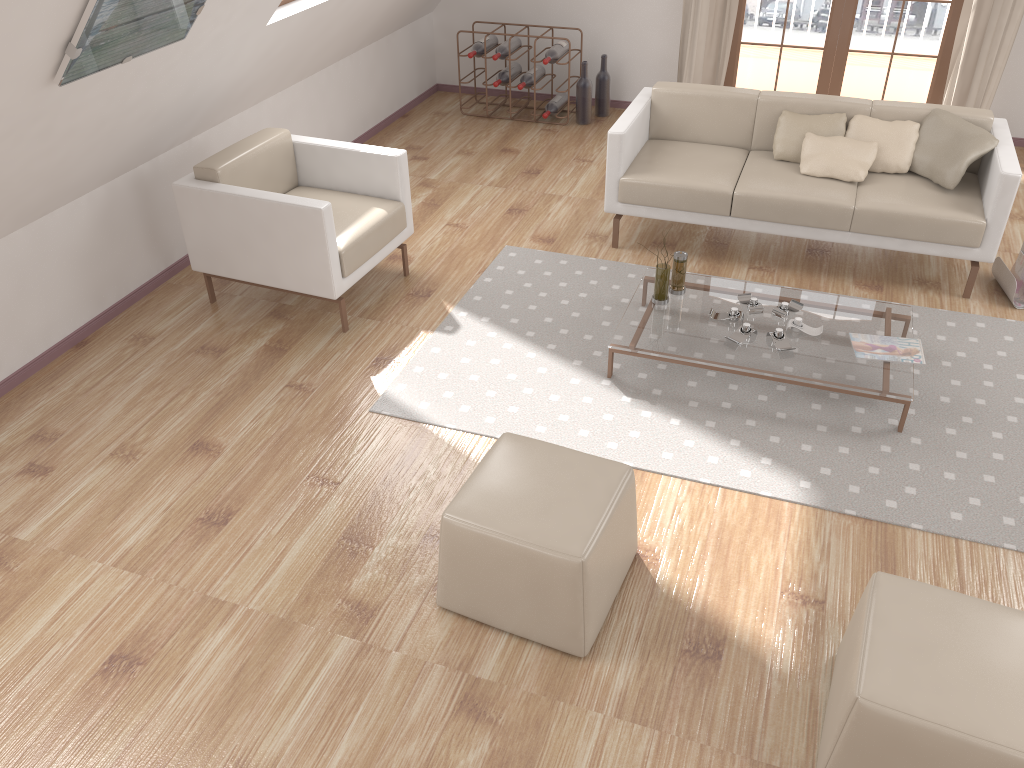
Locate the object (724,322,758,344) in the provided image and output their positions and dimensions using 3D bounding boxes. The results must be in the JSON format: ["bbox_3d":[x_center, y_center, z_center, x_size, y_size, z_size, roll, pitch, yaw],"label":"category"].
[{"bbox_3d":[0.942,-0.213,3.644,0.143,0.052,0.064,-26,42,-31],"label":"object"}]

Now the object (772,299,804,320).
[{"bbox_3d":[1.189,-0.333,3.812,0.143,0.052,0.064,-26,42,-31],"label":"object"}]

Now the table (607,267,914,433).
[{"bbox_3d":[1.066,-0.170,3.793,1.173,0.190,0.730,11,37,17],"label":"table"}]

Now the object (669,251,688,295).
[{"bbox_3d":[0.740,-0.492,3.933,0.075,0.185,0.075,-25,41,-30],"label":"object"}]

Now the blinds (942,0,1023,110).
[{"bbox_3d":[3.006,-2.514,5.330,0.424,2.129,0.123,8,36,13],"label":"blinds"}]

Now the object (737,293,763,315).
[{"bbox_3d":[1.038,-0.363,3.859,0.064,0.052,0.143,-6,35,-8],"label":"object"}]

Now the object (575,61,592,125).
[{"bbox_3d":[0.517,-2.087,6.362,0.115,0.443,0.120,8,36,12],"label":"object"}]

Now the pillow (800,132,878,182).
[{"bbox_3d":[1.630,-1.134,4.458,0.363,0.170,0.227,14,38,21],"label":"pillow"}]

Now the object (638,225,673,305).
[{"bbox_3d":[0.642,-0.514,3.815,0.184,0.359,0.123,-18,38,-23],"label":"object"}]

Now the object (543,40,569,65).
[{"bbox_3d":[0.303,-2.342,6.298,0.109,0.109,0.435,11,37,17],"label":"object"}]

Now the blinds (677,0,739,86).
[{"bbox_3d":[1.330,-2.863,5.881,0.423,2.130,0.120,9,36,15],"label":"blinds"}]

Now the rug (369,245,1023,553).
[{"bbox_3d":[1.008,-0.066,3.805,2.800,0.007,1.600,11,37,17],"label":"rug"}]

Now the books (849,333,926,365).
[{"bbox_3d":[1.512,-0.143,3.570,0.280,0.005,0.192,6,35,10],"label":"books"}]

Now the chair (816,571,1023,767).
[{"bbox_3d":[1.077,0.797,2.212,0.506,0.394,0.506,14,37,20],"label":"chair"}]

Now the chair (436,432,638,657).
[{"bbox_3d":[0.088,0.458,2.728,0.506,0.394,0.506,14,37,21],"label":"chair"}]

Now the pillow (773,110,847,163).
[{"bbox_3d":[1.538,-1.279,4.593,0.351,0.235,0.185,13,37,20],"label":"pillow"}]

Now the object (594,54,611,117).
[{"bbox_3d":[0.668,-2.184,6.498,0.115,0.443,0.120,8,36,12],"label":"object"}]

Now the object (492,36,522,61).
[{"bbox_3d":[-0.049,-2.410,6.406,0.109,0.109,0.435,11,37,17],"label":"object"}]

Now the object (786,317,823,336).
[{"bbox_3d":[1.217,-0.243,3.682,0.143,0.052,0.064,11,37,17],"label":"object"}]

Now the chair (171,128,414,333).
[{"bbox_3d":[-1.001,-0.774,4.266,0.820,0.706,0.748,13,37,19],"label":"chair"}]

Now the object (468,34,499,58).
[{"bbox_3d":[-0.223,-2.444,6.454,0.110,0.110,0.439,11,37,17],"label":"object"}]

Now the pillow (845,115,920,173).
[{"bbox_3d":[1.857,-1.213,4.491,0.351,0.225,0.196,14,38,21],"label":"pillow"}]

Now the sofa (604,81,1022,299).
[{"bbox_3d":[1.497,-1.068,4.624,1.880,0.706,0.820,11,37,17],"label":"sofa"}]

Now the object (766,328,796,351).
[{"bbox_3d":[1.093,-0.182,3.598,0.064,0.051,0.143,-6,35,-8],"label":"object"}]

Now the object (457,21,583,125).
[{"bbox_3d":[0.059,-2.282,6.501,0.854,0.608,0.417,11,37,17],"label":"object"}]

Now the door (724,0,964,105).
[{"bbox_3d":[2.196,-2.673,5.749,1.546,2.001,0.098,11,37,17],"label":"door"}]

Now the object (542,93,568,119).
[{"bbox_3d":[0.308,-2.032,6.510,0.109,0.109,0.435,11,37,17],"label":"object"}]

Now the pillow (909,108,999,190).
[{"bbox_3d":[2.137,-1.159,4.347,0.269,0.276,0.424,-13,36,-16],"label":"pillow"}]

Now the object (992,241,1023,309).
[{"bbox_3d":[2.475,-0.549,4.233,0.212,0.267,0.315,3,35,6],"label":"object"}]

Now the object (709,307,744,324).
[{"bbox_3d":[0.915,-0.302,3.775,0.143,0.052,0.064,11,37,17],"label":"object"}]

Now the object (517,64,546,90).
[{"bbox_3d":[0.130,-2.220,6.458,0.109,0.109,0.435,11,37,17],"label":"object"}]

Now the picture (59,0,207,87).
[{"bbox_3d":[-1.044,-1.379,2.817,0.683,0.738,0.650,11,37,17],"label":"picture"}]

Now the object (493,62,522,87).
[{"bbox_3d":[-0.045,-2.257,6.509,0.109,0.109,0.435,11,37,17],"label":"object"}]
